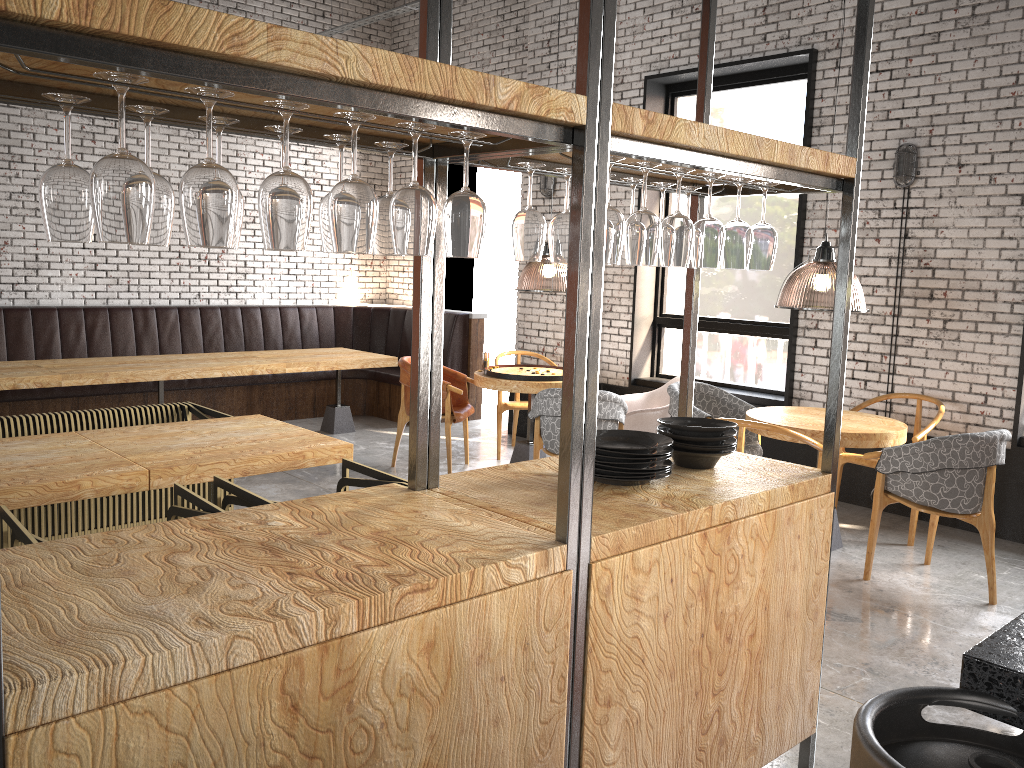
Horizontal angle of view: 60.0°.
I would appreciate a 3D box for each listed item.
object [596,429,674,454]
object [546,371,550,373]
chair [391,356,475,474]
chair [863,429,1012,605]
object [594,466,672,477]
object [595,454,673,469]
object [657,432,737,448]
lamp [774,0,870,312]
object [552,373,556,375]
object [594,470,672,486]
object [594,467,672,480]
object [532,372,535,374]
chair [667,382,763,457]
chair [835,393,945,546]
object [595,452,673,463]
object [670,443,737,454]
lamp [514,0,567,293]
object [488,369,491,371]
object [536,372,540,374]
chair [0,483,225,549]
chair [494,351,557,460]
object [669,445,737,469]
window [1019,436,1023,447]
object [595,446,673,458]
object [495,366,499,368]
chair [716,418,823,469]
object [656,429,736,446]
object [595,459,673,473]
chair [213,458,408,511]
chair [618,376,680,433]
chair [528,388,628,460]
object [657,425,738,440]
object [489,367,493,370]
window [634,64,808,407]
[{"bbox_3d":[0.329,0.179,2.658,0.306,0.039,0.306,6,9,30],"label":"object"},{"bbox_3d":[0.289,-0.098,7.073,0.032,0.010,0.032,3,8,8],"label":"object"},{"bbox_3d":[-0.649,0.251,7.147,0.644,0.927,0.682,3,7,10],"label":"chair"},{"bbox_3d":[2.351,0.672,4.831,0.681,0.927,0.645,-2,8,-33],"label":"chair"},{"bbox_3d":[0.326,0.243,2.667,0.306,0.044,0.306,-5,10,-42],"label":"object"},{"bbox_3d":[0.326,0.219,2.664,0.306,0.042,0.306,3,8,4],"label":"object"},{"bbox_3d":[0.599,0.202,2.888,0.257,0.075,0.257,0,8,-17],"label":"object"},{"bbox_3d":[1.879,-1.635,5.131,0.536,2.400,0.538,2,7,-1],"label":"lamp"},{"bbox_3d":[0.327,-0.079,6.946,0.032,0.010,0.032,3,8,8],"label":"object"},{"bbox_3d":[0.325,0.268,2.669,0.306,0.034,0.306,1,8,-5],"label":"object"},{"bbox_3d":[0.325,0.257,2.669,0.306,0.041,0.306,-1,8,-25],"label":"object"},{"bbox_3d":[0.168,-0.085,6.947,0.032,0.010,0.032,3,8,8],"label":"object"},{"bbox_3d":[1.335,0.469,6.071,0.681,0.927,0.645,-4,9,-43],"label":"chair"},{"bbox_3d":[2.570,0.537,5.928,0.644,0.919,0.614,-3,8,-36],"label":"chair"},{"bbox_3d":[0.327,0.205,2.662,0.306,0.037,0.306,-5,10,-41],"label":"object"},{"bbox_3d":[0.599,0.209,2.889,0.257,0.075,0.257,-5,10,-42],"label":"object"},{"bbox_3d":[0.331,-1.916,6.801,0.536,2.400,0.538,2,7,-1],"label":"lamp"},{"bbox_3d":[-0.183,-0.115,7.167,0.032,0.010,0.032,3,8,8],"label":"object"},{"bbox_3d":[0.203,-0.086,6.961,0.032,0.010,0.032,3,8,8],"label":"object"},{"bbox_3d":[-1.439,0.828,3.255,0.657,0.728,0.639,-4,9,-40],"label":"chair"},{"bbox_3d":[0.111,0.184,7.885,0.612,0.919,0.645,0,7,-16],"label":"chair"},{"bbox_3d":[0.597,0.233,2.892,0.257,0.067,0.257,8,10,39],"label":"object"},{"bbox_3d":[3.975,-0.851,5.141,0.365,2.691,1.537,-4,9,-42],"label":"window"},{"bbox_3d":[0.329,0.193,2.660,0.305,0.048,0.306,0,8,-18],"label":"object"},{"bbox_3d":[-0.125,-0.139,7.288,0.032,0.010,0.032,3,8,8],"label":"object"},{"bbox_3d":[1.345,0.626,4.926,0.613,0.919,0.644,8,9,39],"label":"chair"},{"bbox_3d":[0.598,0.184,2.886,0.257,0.072,0.257,5,8,19],"label":"object"},{"bbox_3d":[0.327,0.234,2.667,0.305,0.046,0.306,3,8,5],"label":"object"},{"bbox_3d":[-0.842,0.774,3.822,0.657,0.728,0.639,-4,9,-42],"label":"chair"},{"bbox_3d":[1.015,0.347,7.137,0.802,0.848,0.772,2,7,-3],"label":"chair"},{"bbox_3d":[0.414,0.459,5.891,0.681,0.927,0.645,3,7,7],"label":"chair"},{"bbox_3d":[0.599,0.180,2.885,0.257,0.072,0.257,-5,10,-43],"label":"object"},{"bbox_3d":[-0.170,-0.124,7.195,0.032,0.020,0.031,4,7,12],"label":"object"},{"bbox_3d":[1.813,-1.243,7.473,0.365,2.691,1.537,-4,9,-42],"label":"window"}]
